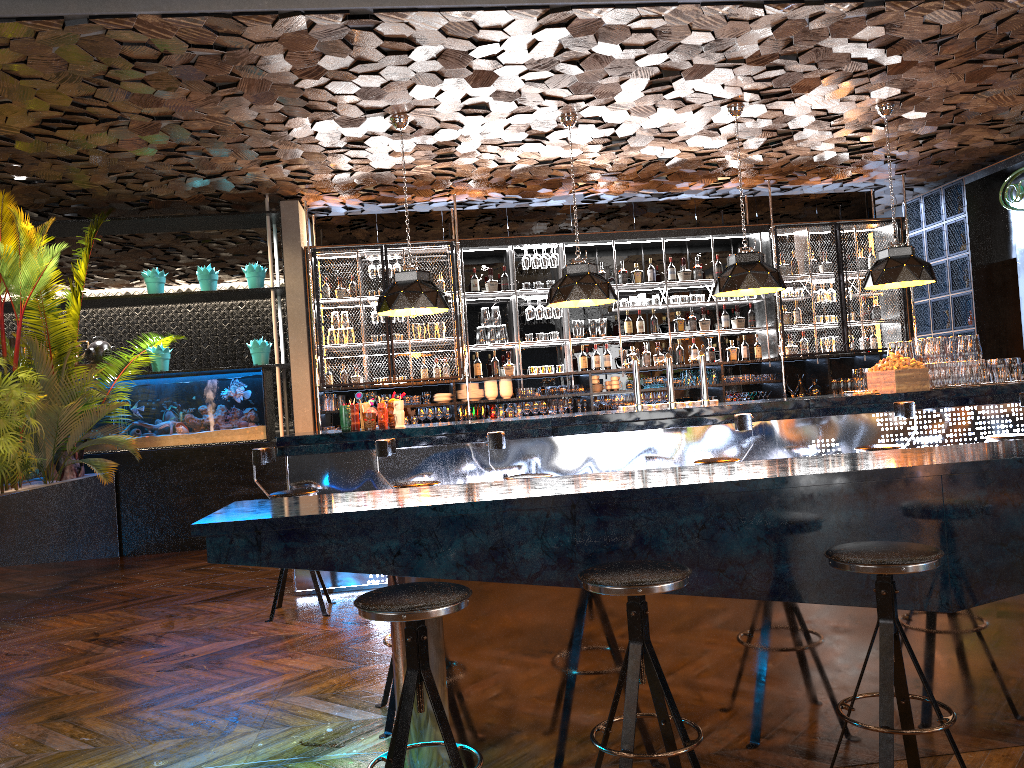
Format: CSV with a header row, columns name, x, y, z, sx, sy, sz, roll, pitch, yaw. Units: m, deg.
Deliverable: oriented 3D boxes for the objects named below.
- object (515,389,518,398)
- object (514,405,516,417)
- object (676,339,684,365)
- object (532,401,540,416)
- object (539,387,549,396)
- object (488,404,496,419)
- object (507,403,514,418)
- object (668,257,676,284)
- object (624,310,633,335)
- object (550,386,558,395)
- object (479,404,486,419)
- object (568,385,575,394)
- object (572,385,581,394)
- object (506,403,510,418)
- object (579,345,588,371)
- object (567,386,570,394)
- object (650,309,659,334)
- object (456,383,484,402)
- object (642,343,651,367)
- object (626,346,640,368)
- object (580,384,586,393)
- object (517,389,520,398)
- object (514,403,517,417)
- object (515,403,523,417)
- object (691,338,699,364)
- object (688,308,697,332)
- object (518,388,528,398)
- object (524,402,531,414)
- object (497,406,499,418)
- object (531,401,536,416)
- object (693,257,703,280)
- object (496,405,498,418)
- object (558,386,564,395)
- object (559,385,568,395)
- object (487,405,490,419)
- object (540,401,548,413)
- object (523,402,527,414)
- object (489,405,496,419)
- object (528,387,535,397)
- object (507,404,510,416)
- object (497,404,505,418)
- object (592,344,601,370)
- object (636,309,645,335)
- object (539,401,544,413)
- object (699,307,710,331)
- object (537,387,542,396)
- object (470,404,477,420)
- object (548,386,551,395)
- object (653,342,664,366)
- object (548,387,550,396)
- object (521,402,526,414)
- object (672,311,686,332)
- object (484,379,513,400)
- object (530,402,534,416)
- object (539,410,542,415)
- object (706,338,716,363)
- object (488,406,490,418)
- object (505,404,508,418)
name,x,y,z,sx,sy,sz,roll,pitch,yaw
object,0.091,0.101,9.864,0.100,0.100,0.089,-4,-1,1
object,0.060,0.317,9.891,0.082,0.213,0.082,-4,-1,-15
object,1.895,-0.360,10.017,0.086,0.297,0.086,-5,-1,28
object,0.265,0.297,9.639,0.084,0.216,0.084,-4,-1,9
object,0.354,0.080,9.718,0.109,0.100,0.109,-4,-1,-23
object,-0.212,0.333,9.685,0.082,0.213,0.082,-4,-1,-14
object,-0.014,0.318,9.615,0.082,0.213,0.082,-4,-1,27
object,1.811,-1.290,10.065,0.086,0.298,0.086,-5,-1,43
object,1.309,-0.683,9.995,0.086,0.299,0.086,-5,-1,43
object,0.461,0.072,9.726,0.093,0.099,0.093,-4,-1,11
object,-0.312,0.330,9.608,0.073,0.229,0.073,-4,-1,-17
object,0.671,0.061,9.796,0.095,0.096,0.095,-4,-1,-6
object,0.708,0.056,9.695,0.095,0.096,0.095,-3,-1,-32
object,-0.031,0.322,9.792,0.082,0.213,0.082,-4,-1,26
object,0.797,-0.285,9.930,0.086,0.299,0.086,-5,-1,43
object,0.643,0.066,9.960,0.095,0.096,0.095,-4,-1,10
object,1.604,-0.704,10.023,0.086,0.297,0.086,-5,-1,43
object,-0.458,0.088,9.687,0.306,0.195,0.300,-4,-1,-5
object,1.514,-0.326,10.001,0.083,0.282,0.083,-4,-1,-6
object,1.362,-0.297,9.984,0.151,0.248,0.094,-4,-1,-17
object,0.771,0.054,9.774,0.095,0.096,0.095,-4,-1,18
object,0.103,0.098,9.745,0.100,0.100,0.089,-3,-1,-34
object,0.067,0.315,9.803,0.082,0.213,0.082,-4,-1,-18
object,0.078,0.311,9.623,0.082,0.213,0.082,-4,-1,24
object,2.071,-0.371,10.069,0.086,0.298,0.086,-5,-1,43
object,2.045,-0.726,10.067,0.083,0.282,0.083,-4,-1,-6
object,0.123,0.095,9.633,0.100,0.100,0.089,-4,-1,-1
object,0.171,0.303,9.630,0.084,0.216,0.084,-4,-1,-18
object,-0.121,0.326,9.691,0.082,0.213,0.082,-3,-1,-30
object,0.254,0.300,9.770,0.084,0.216,0.084,-4,-1,-13
object,2.112,-1.302,10.089,0.083,0.282,0.083,-4,-1,-6
object,-0.137,0.331,9.868,0.082,0.213,0.082,-4,-1,24
object,0.551,0.067,9.793,0.093,0.099,0.093,-3,-1,-35
object,0.566,0.065,9.690,0.093,0.099,0.093,-4,-1,13
object,-0.232,0.337,9.860,0.082,0.213,0.082,-3,-1,-30
object,0.355,0.291,9.649,0.084,0.216,0.084,-5,-1,36
object,0.163,0.306,9.764,0.084,0.216,0.084,-4,-1,6
object,-0.206,0.331,9.595,0.082,0.213,0.082,-4,-1,23
object,0.198,0.091,9.697,0.089,0.100,0.100,-5,-1,30
object,-0.021,0.320,9.703,0.082,0.213,0.082,-3,-1,-27
object,-0.117,0.325,9.604,0.082,0.213,0.082,-4,-1,23
object,0.950,-0.296,9.972,0.086,0.298,0.086,-5,-1,43
object,1.451,-0.694,10.035,0.086,0.298,0.086,-5,-1,43
object,0.338,0.294,9.785,0.084,0.216,0.084,-5,-1,36
object,2.184,-0.733,10.069,0.123,0.279,0.123,-4,-1,8
object,0.338,0.084,9.876,0.109,0.100,0.109,-4,-1,-23
object,-0.410,0.336,9.602,0.073,0.229,0.073,-4,-1,-17
object,0.450,0.075,9.833,0.093,0.099,0.093,-4,-1,-19
object,1.653,-0.333,10.002,0.123,0.279,0.123,-4,-1,8
object,0.438,0.078,9.938,0.093,0.099,0.093,-4,-1,-4
object,0.145,0.310,9.899,0.084,0.216,0.084,-5,-1,32
object,1.893,-0.697,10.050,0.151,0.248,0.094,-4,-1,-17
object,-0.148,0.056,9.687,0.309,0.216,0.149,-4,-1,-8
object,0.237,0.304,9.902,0.084,0.216,0.084,-4,-1,-7
object,0.326,0.298,9.919,0.084,0.216,0.084,-4,-1,17
object,2.254,-0.375,10.081,0.083,0.282,0.083,-4,-1,-21
object,-0.219,0.335,9.772,0.082,0.213,0.082,-5,-1,44
object,-0.037,0.324,9.882,0.082,0.213,0.082,-4,-1,-7
